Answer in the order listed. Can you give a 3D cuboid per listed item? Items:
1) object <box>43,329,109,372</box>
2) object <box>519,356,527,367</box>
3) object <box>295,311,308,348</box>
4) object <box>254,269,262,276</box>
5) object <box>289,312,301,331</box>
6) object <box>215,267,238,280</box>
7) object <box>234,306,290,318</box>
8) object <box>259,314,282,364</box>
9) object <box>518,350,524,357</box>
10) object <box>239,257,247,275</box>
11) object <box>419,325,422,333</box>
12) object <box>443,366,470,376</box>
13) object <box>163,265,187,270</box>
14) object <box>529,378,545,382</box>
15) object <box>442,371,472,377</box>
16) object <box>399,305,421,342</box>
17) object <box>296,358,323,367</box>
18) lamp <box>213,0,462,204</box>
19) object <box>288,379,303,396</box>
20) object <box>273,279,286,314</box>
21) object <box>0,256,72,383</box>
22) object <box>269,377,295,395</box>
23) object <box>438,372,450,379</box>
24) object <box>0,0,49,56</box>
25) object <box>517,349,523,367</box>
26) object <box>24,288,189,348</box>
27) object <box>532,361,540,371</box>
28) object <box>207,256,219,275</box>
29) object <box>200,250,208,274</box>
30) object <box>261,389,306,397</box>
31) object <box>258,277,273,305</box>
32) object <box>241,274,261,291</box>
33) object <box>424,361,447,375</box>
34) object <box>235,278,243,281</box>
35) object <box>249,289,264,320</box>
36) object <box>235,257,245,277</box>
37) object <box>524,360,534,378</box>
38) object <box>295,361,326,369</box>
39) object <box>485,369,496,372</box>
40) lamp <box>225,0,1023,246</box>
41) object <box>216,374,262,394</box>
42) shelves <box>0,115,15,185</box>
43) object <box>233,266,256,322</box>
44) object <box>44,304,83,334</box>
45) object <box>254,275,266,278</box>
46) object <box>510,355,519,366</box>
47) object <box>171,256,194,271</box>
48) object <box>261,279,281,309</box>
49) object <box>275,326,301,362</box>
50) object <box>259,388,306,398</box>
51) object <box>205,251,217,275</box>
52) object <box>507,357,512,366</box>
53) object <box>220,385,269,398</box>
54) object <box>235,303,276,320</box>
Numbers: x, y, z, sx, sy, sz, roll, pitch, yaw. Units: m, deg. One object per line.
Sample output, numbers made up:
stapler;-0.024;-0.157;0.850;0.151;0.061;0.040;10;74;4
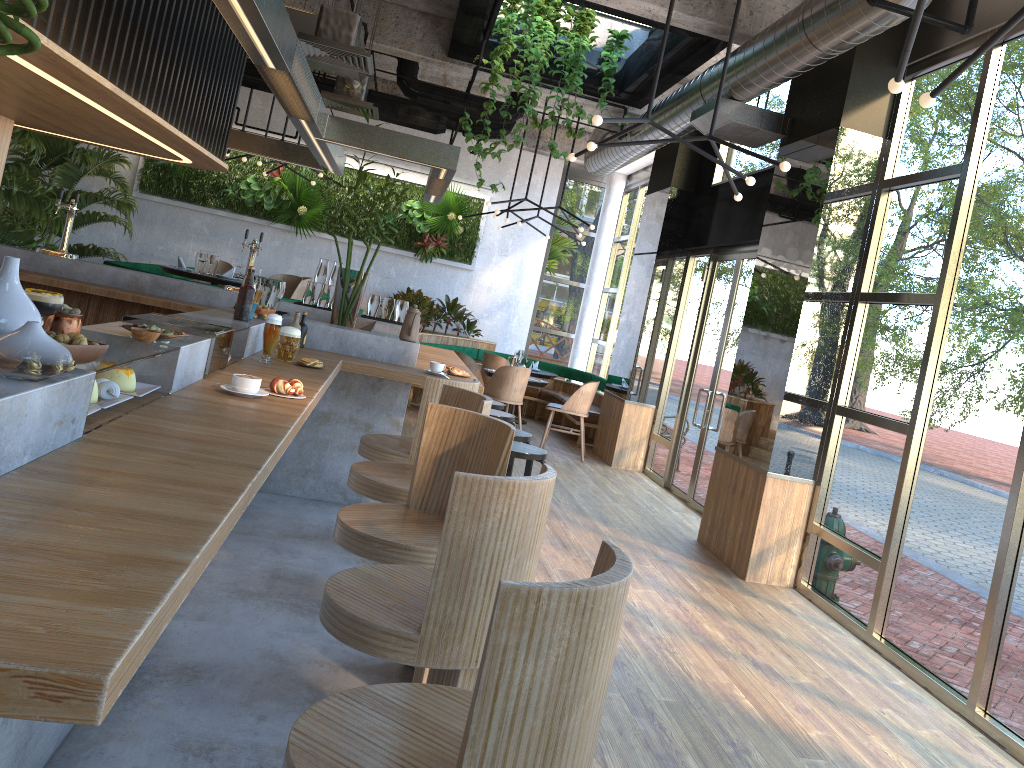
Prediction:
object;-1.030;-0.081;1.969;0.192;0.073;0.228;13;4;10
object;0.118;-0.205;10.670;0.096;0.245;0.089;12;0;-42
object;-1.268;-0.326;5.246;0.069;0.214;0.167;12;1;16
object;-3.535;-1.527;12.210;0.240;0.138;0.226;10;4;-26
object;-1.269;-0.318;5.174;0.073;0.210;0.068;12;0;-43
object;-3.048;-1.195;9.492;0.229;0.138;0.237;13;3;12
object;-1.515;-0.444;5.402;0.277;0.018;0.432;11;5;-10
object;-1.131;-0.214;4.154;0.073;0.232;0.076;12;0;23
object;0.102;-0.344;12.269;0.095;0.245;0.089;12;0;-27
object;-3.727;-1.632;12.267;0.095;0.245;0.089;12;0;-27
object;-0.645;-0.347;5.797;0.100;0.119;0.087;12;1;-2
object;-0.359;-0.084;5.615;0.157;0.052;0.159;15;5;34
object;-3.464;-1.200;9.181;0.259;0.019;0.155;11;5;-11
object;0.253;-0.060;10.657;0.246;0.019;0.163;15;6;34
object;-0.358;-0.064;5.609;0.200;0.013;0.212;14;5;26
object;-0.628;-0.385;5.599;0.123;0.234;0.207;12;1;-42
object;-0.990;-0.105;4.362;0.094;0.041;0.146;14;5;24
lamp;-2.053;-2.651;3.951;5.078;2.127;6.627;11;4;-16
object;-0.805;0.013;3.294;0.062;0.059;0.072;11;3;-20
object;-1.478;-0.543;5.520;0.102;0.209;0.109;12;0;35
object;-1.031;-0.224;1.721;0.308;0.397;0.328;13;2;38
object;-0.854;0.005;3.268;0.072;0.060;0.126;10;4;-41
object;-0.402;-0.051;5.263;0.030;0.027;0.131;10;5;-32
object;-1.106;-0.675;1.710;0.653;1.549;0.603;12;0;28
object;0.102;-0.366;12.531;0.095;0.245;0.089;12;0;-27
object;-1.126;-0.184;2.574;0.212;0.134;0.799;12;5;-2
object;0.293;-0.261;12.474;0.240;0.138;0.226;10;4;-26
object;-3.272;-1.301;9.711;0.102;0.209;0.108;12;0;25
object;-3.239;-1.277;9.286;0.091;0.245;0.094;12;0;18
object;-0.845;0.033;3.279;0.119;0.005;0.124;14;5;29
object;-1.522;-0.543;5.401;0.102;0.209;0.108;12;0;24
object;-1.557;-0.539;5.265;0.102;0.209;0.109;12;0;35
object;-0.376;-0.086;5.468;0.177;0.072;0.429;14;5;26
object;-3.081;-1.167;9.744;0.259;0.019;0.155;11;5;-11
object;-1.348;-0.413;4.579;0.105;0.161;0.105;12;1;24
object;-3.442;-1.486;11.247;0.095;0.245;0.089;12;0;-27
object;0.198;-0.182;10.816;0.102;0.209;0.109;12;0;30
object;-0.991;-0.091;4.364;0.156;0.013;0.144;8;6;-39
object;-0.205;-0.162;10.733;0.263;0.019;0.153;10;5;-26
lamp;-0.137;-2.351;3.397;5.167;1.818;18.668;11;5;-9
object;-0.940;-0.002;3.063;0.137;0.064;0.108;10;4;-31
shelves;-3.739;-0.699;5.095;1.128;2.055;0.276;12;-1;-12
object;-1.319;-0.452;4.416;0.073;0.276;0.077;12;-1;26
object;-1.132;-0.149;2.317;0.087;0.106;0.159;13;3;36
object;-1.584;-0.565;5.508;0.102;0.209;0.109;12;0;35
object;0.021;-0.222;10.624;0.094;0.245;0.090;12;0;-16
object;-3.482;-1.278;9.399;0.238;0.138;0.228;11;3;-16
object;-1.446;-0.518;5.298;0.102;0.209;0.109;12;0;35
object;-1.105;-0.197;4.381;0.113;0.171;0.134;12;1;-16
object;-0.846;0.036;3.274;0.167;0.005;0.168;12;5;1
object;-3.239;-1.299;9.548;0.096;0.245;0.089;12;0;-39
object;-0.017;-0.220;10.734;0.107;0.209;0.104;12;0;-11
object;-0.925;0.030;3.066;0.163;0.020;0.158;11;5;-14
object;-1.398;-0.401;4.826;0.192;0.073;0.228;13;4;10
